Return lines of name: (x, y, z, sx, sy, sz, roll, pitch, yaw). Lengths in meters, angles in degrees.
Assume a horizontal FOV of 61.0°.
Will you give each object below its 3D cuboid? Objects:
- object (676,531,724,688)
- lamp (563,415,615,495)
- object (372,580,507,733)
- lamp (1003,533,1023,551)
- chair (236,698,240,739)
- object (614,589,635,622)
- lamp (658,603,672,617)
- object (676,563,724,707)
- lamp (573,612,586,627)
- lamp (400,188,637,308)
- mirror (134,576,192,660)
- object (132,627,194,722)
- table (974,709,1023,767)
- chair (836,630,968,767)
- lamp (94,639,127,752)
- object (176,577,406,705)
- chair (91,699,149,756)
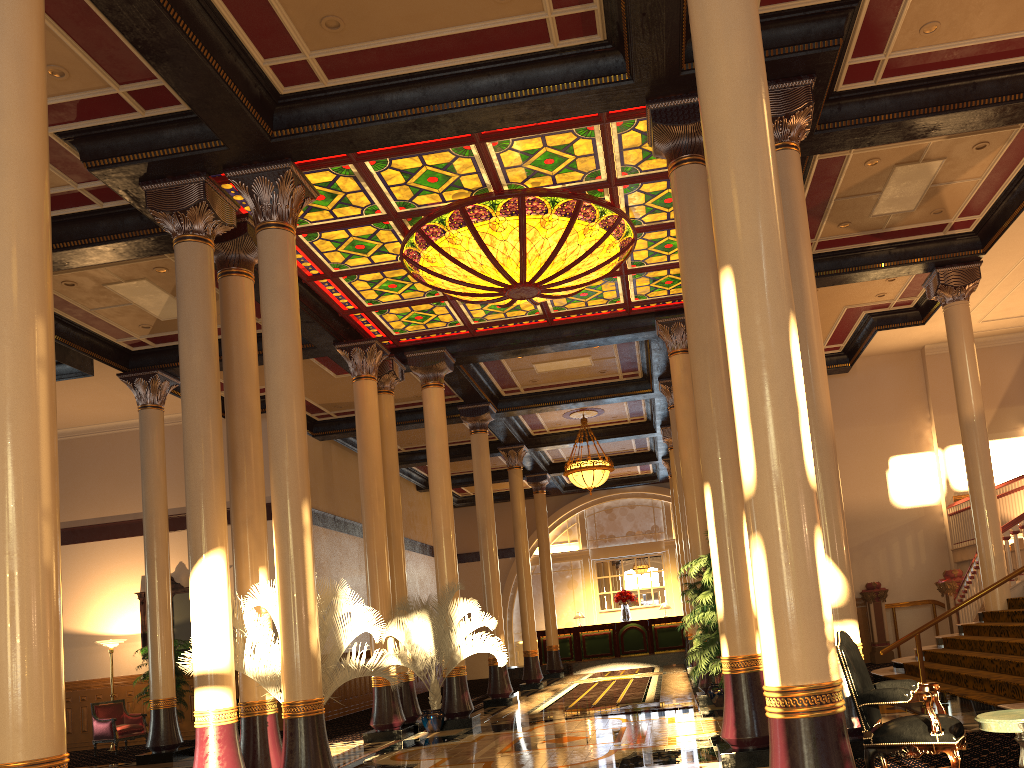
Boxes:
object: (2.163, 2.383, 8.252, 1.116, 2.110, 1.022, 0, -10, -34)
lamp: (1.723, 1.634, 19.895, 1.187, 1.869, 1.221, -6, -9, 1)
object: (-0.953, 4.038, 13.001, 1.805, 2.227, 2.147, -8, -11, 10)
lamp: (7.473, 3.244, 12.894, 0.588, 1.974, 0.584, -4, -7, -11)
chair: (-4.888, 5.821, 15.642, 0.723, 1.077, 0.778, -11, -11, 31)
object: (5.383, 0.872, 12.841, 0.677, 4.186, 30.452, -5, -16, -9)
lamp: (4.691, 6.920, 26.618, 0.439, 0.434, 0.418, 3, -14, -37)
object: (2.872, 3.502, 12.341, 1.040, 2.110, 1.098, -5, -8, -4)
lamp: (2.093, 7.266, 26.858, 0.439, 0.434, 0.418, 3, -14, -37)
lamp: (0.117, -1.438, 10.993, 2.976, 0.589, 3.106, -7, -16, 5)
mirror: (-6.510, 4.436, 16.646, 1.375, 1.525, 0.205, -7, -6, 5)
object: (-6.304, 5.499, 15.844, 1.116, 2.110, 1.022, 0, -10, -34)
table: (2.887, 2.131, 4.871, 0.501, 0.545, 0.473, 4, -14, -42)
chair: (2.609, 2.156, 5.797, 0.731, 1.077, 0.770, -9, -10, 21)
lamp: (-7.322, 5.706, 15.940, 0.600, 1.974, 0.572, -1, -8, -32)
object: (-2.052, 2.962, 8.876, 2.062, 2.214, 1.851, -5, -10, -5)
chair: (-6.857, 5.999, 15.226, 0.631, 0.902, 0.714, -11, -11, 27)
